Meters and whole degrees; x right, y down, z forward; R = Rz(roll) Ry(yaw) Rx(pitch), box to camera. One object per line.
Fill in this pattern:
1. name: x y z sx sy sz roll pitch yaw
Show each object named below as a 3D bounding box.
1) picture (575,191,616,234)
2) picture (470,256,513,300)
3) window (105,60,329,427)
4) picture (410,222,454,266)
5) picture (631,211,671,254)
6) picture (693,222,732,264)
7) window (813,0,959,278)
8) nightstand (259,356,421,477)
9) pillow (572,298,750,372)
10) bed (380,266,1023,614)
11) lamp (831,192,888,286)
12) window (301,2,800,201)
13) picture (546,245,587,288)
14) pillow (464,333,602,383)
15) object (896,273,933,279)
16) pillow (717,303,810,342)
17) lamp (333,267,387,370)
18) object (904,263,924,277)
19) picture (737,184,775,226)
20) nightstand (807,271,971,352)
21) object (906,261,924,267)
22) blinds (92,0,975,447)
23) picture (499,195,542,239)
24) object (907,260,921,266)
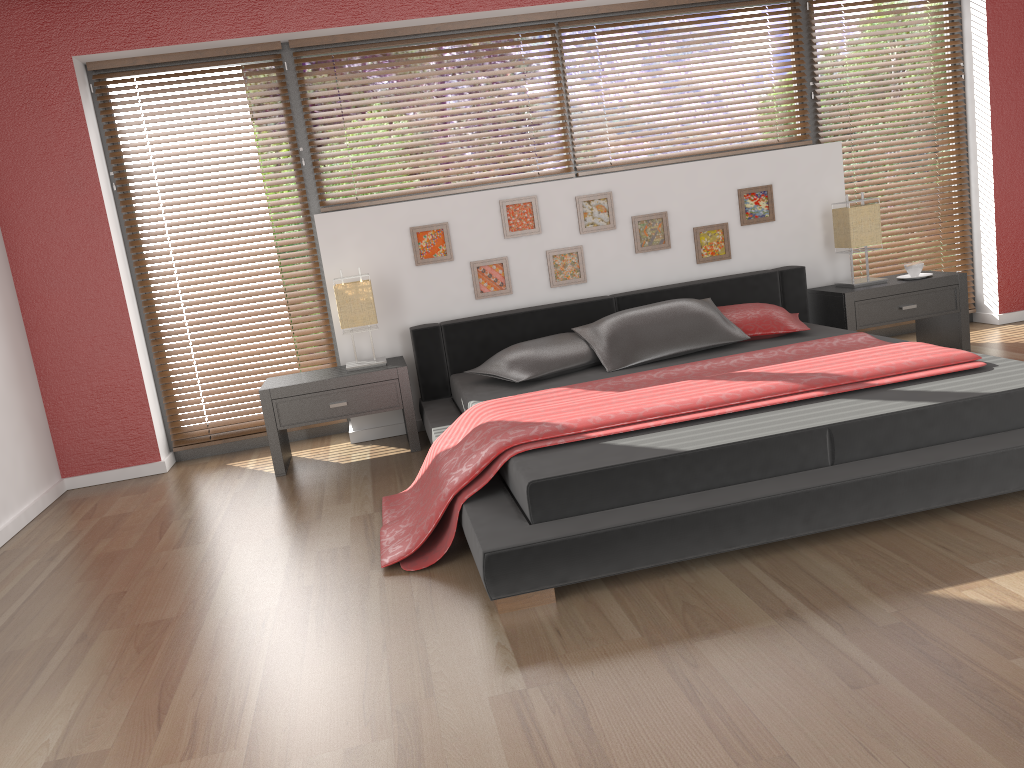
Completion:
1. picture: 0.448 -0.913 4.730 0.200 0.200 0.010 -10 11 -8
2. picture: -0.108 -0.560 4.688 0.200 0.200 0.010 -10 11 -8
3. window: -1.537 -0.734 4.772 0.889 1.893 0.020 -10 11 -8
4. picture: -0.417 -0.727 4.607 0.200 0.200 0.010 -10 11 -8
5. picture: 0.754 -0.820 4.799 0.200 0.200 0.010 -10 11 -8
6. picture: 1.100 -0.772 4.868 0.200 0.200 0.010 -10 11 -8
7. window: 2.267 -1.390 5.340 0.889 1.893 0.020 -10 11 -8
8. nightstand: -0.846 0.149 4.419 0.700 0.423 0.413 -10 11 -8
9. pillow: 0.697 -0.257 4.194 0.744 0.241 0.386 -11 11 -13
10. bed: 0.626 0.003 3.628 2.469 0.577 2.413 -10 11 -8
11. lamp: 1.868 -0.788 4.791 0.200 0.480 0.200 -10 11 -8
12. window: 0.291 -1.591 4.958 2.817 0.786 0.020 -10 11 -8
13. picture: 0.292 -0.628 4.748 0.200 0.200 0.010 -10 11 -8
14. pillow: 0.190 -0.133 4.213 0.745 0.172 0.418 -15 12 -33
15. object: 2.170 -0.579 4.779 0.179 0.012 0.179 -5 11 16
16. pillow: 1.069 -0.295 4.398 0.745 0.172 0.418 -6 11 10
17. lamp: -0.763 -0.334 4.398 0.200 0.480 0.200 -10 11 -8
18. object: 2.166 -0.610 4.774 0.099 0.069 0.099 -5 11 16
19. picture: 1.345 -0.983 4.878 0.200 0.200 0.010 -10 11 -8
20. nightstand: 2.055 -0.352 4.852 0.700 0.423 0.413 -10 11 -8
21. object: 2.159 -0.644 4.750 0.192 0.007 0.007 -17 13 -38
22. blinds: 0.380 -1.016 4.996 4.840 1.952 0.032 -10 11 -8
23. picture: 0.045 -0.878 4.665 0.200 0.200 0.010 -10 11 -8
24. object: 2.164 -0.649 4.773 0.007 0.007 0.192 2 15 45
